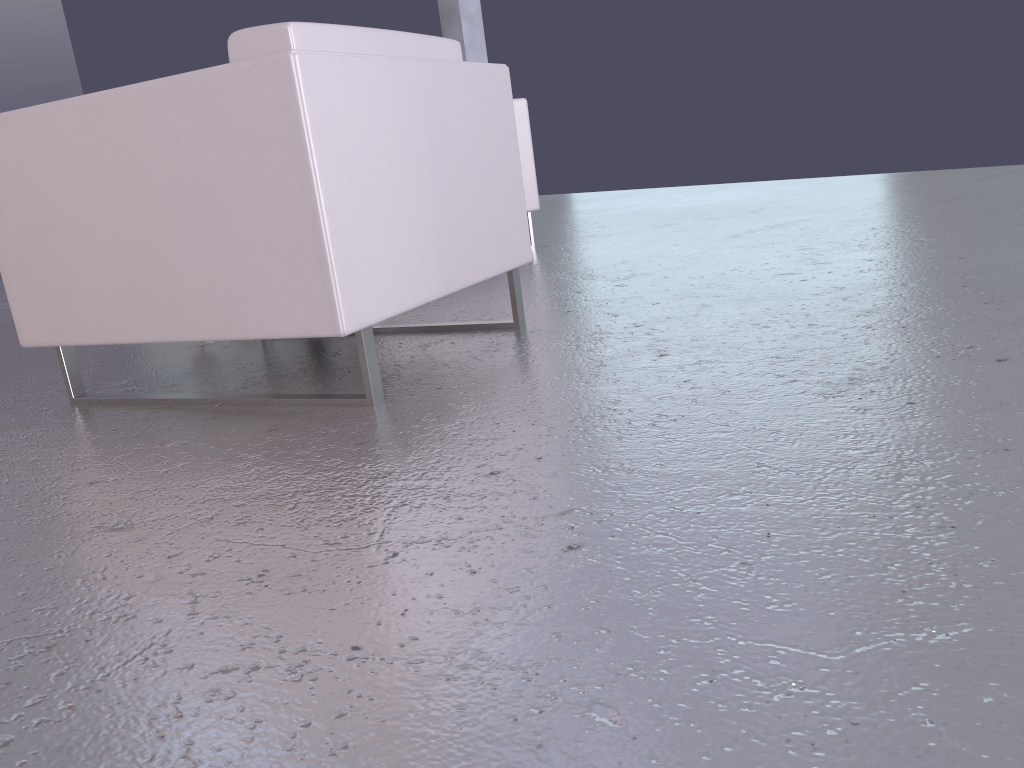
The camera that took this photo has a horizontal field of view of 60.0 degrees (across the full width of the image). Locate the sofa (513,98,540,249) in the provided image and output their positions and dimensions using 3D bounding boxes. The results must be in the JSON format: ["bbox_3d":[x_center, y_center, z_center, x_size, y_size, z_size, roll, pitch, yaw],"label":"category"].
[{"bbox_3d":[-0.961,-1.127,5.121,1.026,0.824,2.353,-17,17,-31],"label":"sofa"}]

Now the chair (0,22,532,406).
[{"bbox_3d":[-0.623,-0.441,2.339,1.026,0.808,0.936,0,16,26],"label":"chair"}]

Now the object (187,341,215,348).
[{"bbox_3d":[-1.060,-0.244,2.955,0.091,0.233,0.091,-9,14,-5],"label":"object"}]
